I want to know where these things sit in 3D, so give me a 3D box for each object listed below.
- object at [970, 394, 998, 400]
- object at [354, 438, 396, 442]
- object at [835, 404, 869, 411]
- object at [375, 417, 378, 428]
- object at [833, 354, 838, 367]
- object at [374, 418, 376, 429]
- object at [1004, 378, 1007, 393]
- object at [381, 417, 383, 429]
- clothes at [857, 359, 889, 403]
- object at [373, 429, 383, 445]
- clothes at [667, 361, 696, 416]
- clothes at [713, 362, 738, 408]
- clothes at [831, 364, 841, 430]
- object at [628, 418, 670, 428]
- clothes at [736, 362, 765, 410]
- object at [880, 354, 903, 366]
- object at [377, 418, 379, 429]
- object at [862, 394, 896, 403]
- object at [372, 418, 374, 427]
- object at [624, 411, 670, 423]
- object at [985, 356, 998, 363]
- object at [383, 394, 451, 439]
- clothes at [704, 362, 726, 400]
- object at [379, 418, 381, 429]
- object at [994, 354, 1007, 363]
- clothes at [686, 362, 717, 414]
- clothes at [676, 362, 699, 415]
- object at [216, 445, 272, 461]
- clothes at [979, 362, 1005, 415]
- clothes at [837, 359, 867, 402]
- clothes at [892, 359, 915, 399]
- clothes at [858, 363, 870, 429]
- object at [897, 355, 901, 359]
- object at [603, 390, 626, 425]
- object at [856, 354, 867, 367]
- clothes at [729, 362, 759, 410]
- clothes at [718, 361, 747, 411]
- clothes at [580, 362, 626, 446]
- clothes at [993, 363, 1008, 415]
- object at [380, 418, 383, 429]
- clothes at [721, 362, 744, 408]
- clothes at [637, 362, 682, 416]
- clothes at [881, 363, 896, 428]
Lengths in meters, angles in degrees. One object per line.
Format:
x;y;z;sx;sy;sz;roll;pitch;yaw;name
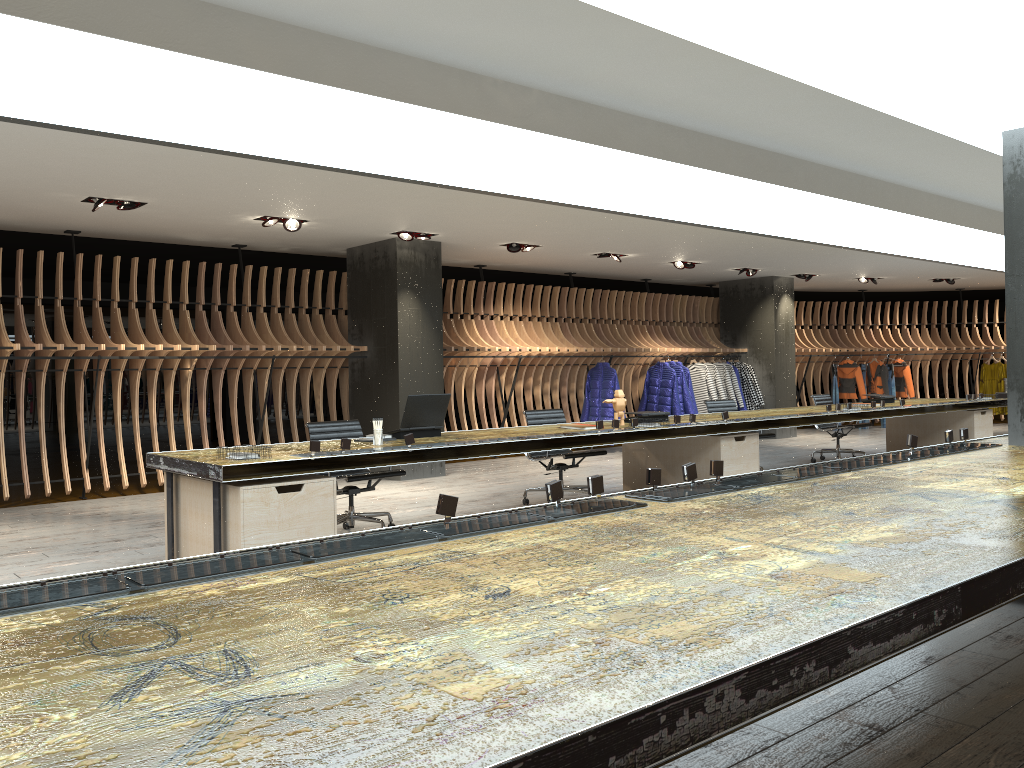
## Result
6.099;0.173;11.454;0.302;0.074;0.217;0;1;44;object
-0.954;0.387;6.182;0.213;0.019;0.219;-1;1;34;object
3.545;0.246;9.242;0.302;0.071;0.209;0;1;44;object
-0.889;0.305;5.851;0.030;0.170;0.007;-1;0;36;object
6.192;-0.444;16.966;0.023;0.243;0.549;-1;0;31;object
-0.897;0.306;5.815;0.007;0.170;0.030;-1;0;6;object
8.054;0.023;14.102;0.498;0.239;0.303;-1;1;-40;object
-0.861;0.305;5.831;0.030;0.170;0.007;-1;0;-37;object
7.046;-0.043;17.220;0.201;0.881;0.839;-1;0;-21;clothes
-0.880;0.350;5.829;0.061;0.111;0.061;-1;0;-7;object
2.535;0.257;14.183;0.249;1.246;0.883;-1;0;-44;clothes
3.476;0.163;14.893;0.128;1.062;0.752;-1;0;-42;clothes
6.210;0.325;16.968;0.200;1.422;0.309;-1;0;26;clothes
1.105;0.318;7.141;0.302;0.074;0.217;0;1;44;object
4.035;0.203;15.364;0.191;1.186;0.799;-1;0;-40;clothes
7.339;-0.469;17.317;0.549;0.243;0.023;-1;0;26;object
-0.879;0.305;5.809;0.030;0.170;0.007;-1;0;43;object
4.527;0.182;10.942;0.373;0.111;0.261;-2;1;-41;object
-0.904;0.306;5.828;0.030;0.170;0.007;-1;0;-45;object
1.178;0.293;7.832;0.373;0.088;0.262;-2;1;-41;object
9.422;-0.493;17.402;0.012;0.270;0.525;-1;0;-11;object
-0.694;0.231;6.427;0.373;0.316;0.365;-1;0;-41;object
3.278;0.169;14.721;0.128;1.062;0.752;-1;0;-42;clothes
-0.870;0.305;5.813;0.030;0.170;0.007;-1;0;16;object
9.604;-0.496;17.386;0.012;0.270;0.525;-1;0;-11;object
3.099;0.174;14.567;0.128;1.062;0.752;-1;0;-42;clothes
2.619;0.255;14.360;0.245;1.239;0.885;-1;0;-44;clothes
-1.514;0.392;5.013;0.302;0.074;0.217;0;1;44;object
9.427;0.088;17.383;0.168;1.045;0.664;-1;0;-10;clothes
6.492;-0.035;17.111;0.201;0.881;0.839;-1;0;-26;clothes
7.599;-0.058;17.383;0.201;0.881;0.839;-1;0;-11;clothes
6.773;0.312;17.159;0.200;1.422;0.309;-1;0;41;clothes
7.578;-0.463;17.362;0.012;0.270;0.525;-1;0;-11;object
0.865;0.199;7.370;0.097;0.300;0.320;-1;0;33;object
6.764;-0.457;17.167;0.549;0.243;0.023;-2;0;-44;object
3.899;0.207;15.235;0.192;1.187;0.807;-1;0;-40;clothes
3.684;0.225;15.241;0.245;1.239;0.885;-1;0;-44;clothes
1.322;0.293;13.241;0.245;1.239;0.885;-1;0;-44;clothes
9.609;0.085;17.367;0.168;1.045;0.664;-1;0;-10;clothes
-0.863;0.305;5.821;0.030;0.170;0.007;-1;0;-11;object
3.612;0.160;15.009;0.128;1.062;0.752;-1;0;-42;clothes
2.325;0.269;14.211;0.242;1.260;0.880;-1;0;-44;clothes
7.347;0.300;17.317;0.309;1.422;0.200;-1;0;21;clothes
